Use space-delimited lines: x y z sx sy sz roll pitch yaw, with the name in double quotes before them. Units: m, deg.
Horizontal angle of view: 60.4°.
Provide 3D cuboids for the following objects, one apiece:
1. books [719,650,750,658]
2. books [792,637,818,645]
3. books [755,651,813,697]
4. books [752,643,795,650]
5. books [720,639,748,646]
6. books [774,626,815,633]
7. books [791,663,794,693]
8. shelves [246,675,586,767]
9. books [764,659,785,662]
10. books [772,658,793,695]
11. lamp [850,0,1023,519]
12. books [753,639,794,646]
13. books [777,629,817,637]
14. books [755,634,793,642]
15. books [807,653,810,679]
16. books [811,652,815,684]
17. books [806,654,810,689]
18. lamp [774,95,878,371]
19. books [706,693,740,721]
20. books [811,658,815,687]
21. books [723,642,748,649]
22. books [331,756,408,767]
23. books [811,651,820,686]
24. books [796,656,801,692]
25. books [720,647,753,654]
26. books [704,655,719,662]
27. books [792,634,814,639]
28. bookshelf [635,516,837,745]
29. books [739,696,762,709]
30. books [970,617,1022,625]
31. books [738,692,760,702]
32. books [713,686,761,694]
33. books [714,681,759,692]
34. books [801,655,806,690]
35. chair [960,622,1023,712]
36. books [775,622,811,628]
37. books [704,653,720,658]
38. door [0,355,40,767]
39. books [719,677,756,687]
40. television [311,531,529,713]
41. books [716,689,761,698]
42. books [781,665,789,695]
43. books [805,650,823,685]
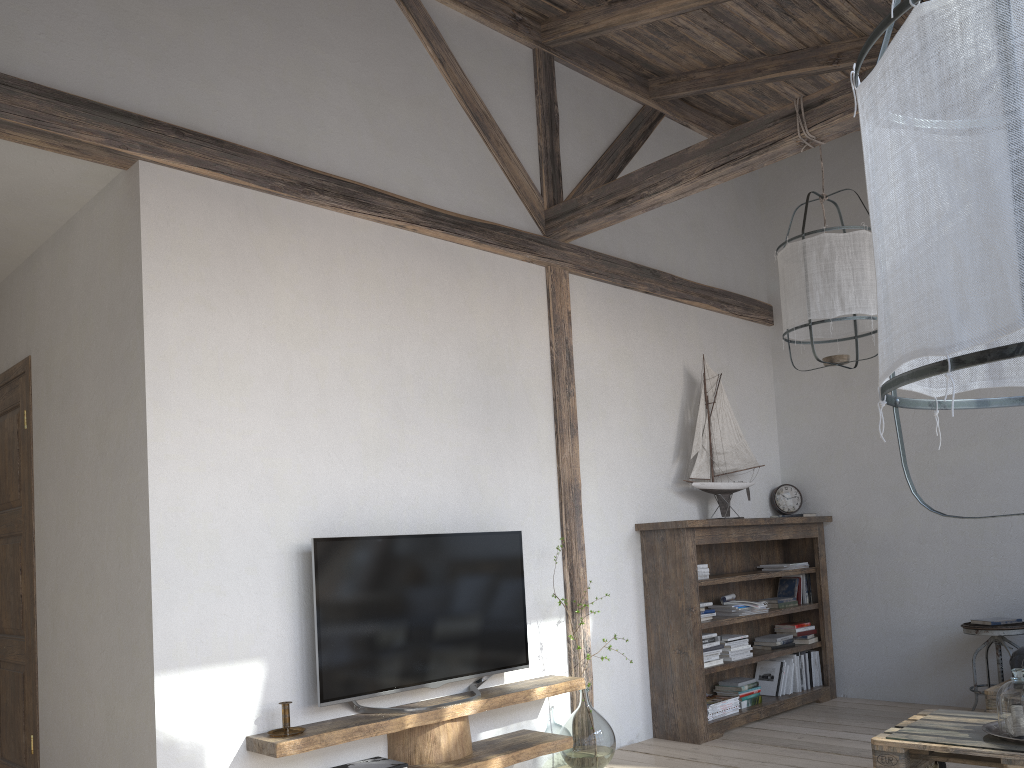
"books" 1.251 1.558 5.092 0.220 0.017 0.159 7 -15 -44
"books" 1.827 1.645 5.648 0.221 0.030 0.162 -12 -13 38
"books" 1.697 1.804 5.523 0.412 0.246 0.203 5 -11 -44
"books" 1.627 1.628 5.473 0.228 0.024 0.154 4 -13 -35
"books" 1.245 1.501 5.126 0.220 0.017 0.159 5 -14 -39
"books" 1.816 1.573 5.654 0.219 0.021 0.159 6 -14 -40
"books" 1.686 1.826 5.473 0.065 0.181 0.141 1 -7 -44
"shelves" -0.273 1.544 3.620 1.609 0.445 0.334 7 -11 -44
"books" 1.601 1.813 5.445 0.107 0.203 0.159 2 -8 -44
"books" 1.657 1.808 5.453 0.090 0.209 0.158 1 -8 -44
"lamp" 0.539 -0.806 0.934 0.407 1.875 0.404 -3 -4 -3
"books" 1.630 1.606 5.481 0.212 0.022 0.161 7 -15 -44
"books" 1.827 1.596 5.655 0.203 0.026 0.163 5 -13 -36
"books" 1.631 1.584 5.483 0.153 0.024 0.229 -12 -14 41
"books" 1.824 1.831 5.635 0.021 0.217 0.159 0 -7 -44
"books" 1.872 1.837 5.681 0.021 0.217 0.159 0 -7 -44
"books" 1.811 1.824 5.595 0.017 0.217 0.158 0 -7 -44
"lamp" 1.280 -0.606 3.584 0.400 1.072 0.411 -3 -4 -3
"books" 1.092 1.799 4.908 0.318 0.087 0.240 7 -14 -44
"books" 1.871 1.848 5.653 0.018 0.183 0.141 0 -7 -44
"books" 1.259 1.512 5.099 0.185 0.018 0.141 7 -15 -44
"books" -0.556 1.597 3.337 0.361 0.261 0.294 5 -11 -44
"books" 1.901 1.836 5.684 0.021 0.217 0.159 0 -7 -44
"books" 1.731 1.814 5.517 0.017 0.217 0.158 0 -7 -44
"books" 1.263 1.543 5.105 0.220 0.017 0.159 5 -14 -39
"books" 1.022 1.525 4.882 0.219 0.021 0.159 7 -15 -44
"books" 1.817 1.619 5.649 0.206 0.021 0.151 -10 -13 34
"bookshelf" 1.413 1.394 5.251 1.630 1.161 0.351 5 -9 -44
"books" 1.329 1.856 5.151 0.224 0.038 0.175 7 -14 -44
"books" 2.655 1.301 4.827 0.204 0.021 0.152 0 -11 -15
"books" 1.329 1.827 5.153 0.159 0.021 0.225 -12 -14 40
"books" 1.324 1.792 5.171 0.230 0.013 0.175 6 -14 -40
"books" 1.321 1.774 5.173 0.176 0.025 0.222 -12 -14 40
"books" 1.778 1.821 5.571 0.021 0.217 0.159 0 -7 -44
"chair" 2.680 1.571 4.830 0.354 0.515 0.357 2 -8 -40
"books" 1.812 1.557 5.682 0.202 0.019 0.144 7 -15 -44
"books" 1.027 1.506 4.884 0.220 0.017 0.159 7 -15 -44
"door" -2.408 0.963 4.210 0.082 2.048 0.849 0 -6 -44
"books" 1.327 1.751 5.176 0.200 0.021 0.134 7 -15 -44
"television" -0.344 0.980 3.680 1.107 0.697 0.208 5 -9 -44
"books" 1.328 1.806 5.154 0.225 0.021 0.159 7 -14 -43
"books" 1.633 1.823 5.429 0.094 0.173 0.141 2 -8 -44
"books" 1.922 1.838 5.702 0.036 0.218 0.158 0 -7 -44
